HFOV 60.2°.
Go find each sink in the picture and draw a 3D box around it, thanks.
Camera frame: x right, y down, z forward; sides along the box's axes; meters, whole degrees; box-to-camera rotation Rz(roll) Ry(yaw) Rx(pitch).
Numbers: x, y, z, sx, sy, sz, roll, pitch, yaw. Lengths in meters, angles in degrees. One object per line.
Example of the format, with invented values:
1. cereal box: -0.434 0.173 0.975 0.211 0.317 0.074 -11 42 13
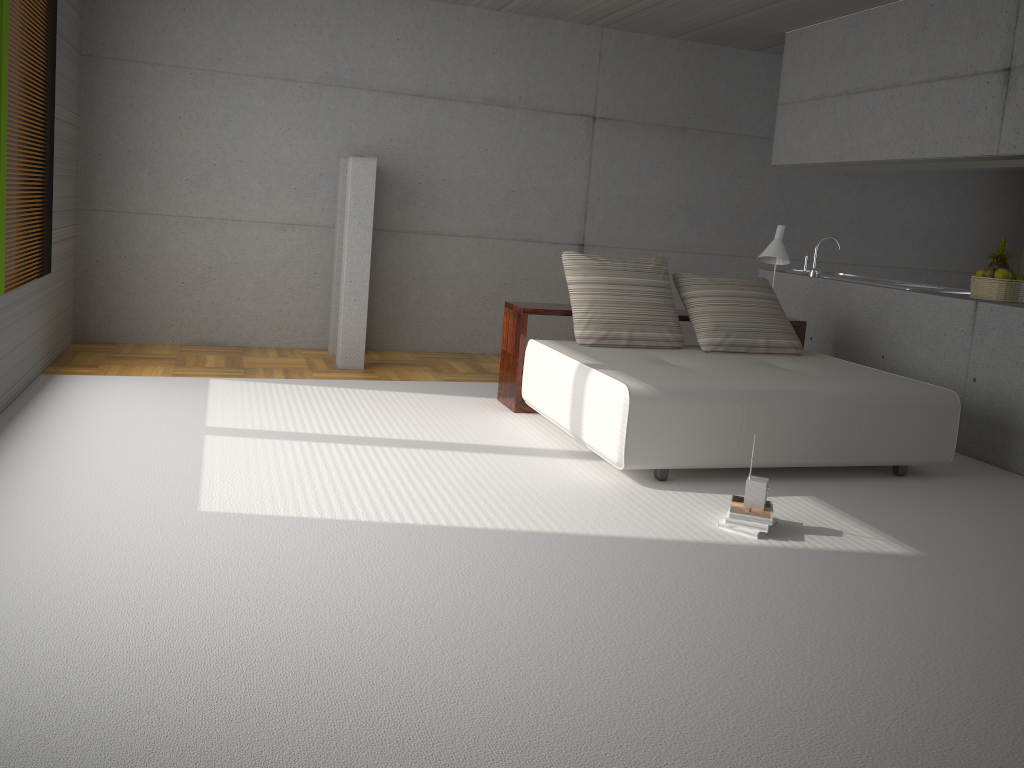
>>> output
1. sink: 2.981 -0.935 7.394 0.765 0.534 1.723 2 11 -18

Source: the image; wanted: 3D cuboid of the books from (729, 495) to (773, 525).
1. books: 1.098 0.576 4.052 0.189 0.032 0.267 8 11 15

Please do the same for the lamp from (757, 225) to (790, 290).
1. lamp: 2.012 -0.860 6.739 0.323 0.693 0.246 -1 9 -37

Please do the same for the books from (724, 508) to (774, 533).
1. books: 1.089 0.608 4.052 0.190 0.032 0.267 9 12 20

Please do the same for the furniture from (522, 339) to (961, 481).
1. furniture: 1.332 0.124 5.556 2.167 0.517 1.632 1 11 -18

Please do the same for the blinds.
1. blinds: -2.767 -1.364 4.639 0.012 2.025 3.574 3 10 -18

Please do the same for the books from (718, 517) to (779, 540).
1. books: 1.086 0.639 4.056 0.190 0.032 0.266 12 13 35

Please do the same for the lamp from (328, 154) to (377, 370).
1. lamp: -1.337 -1.029 7.345 0.200 1.676 0.806 3 8 -18

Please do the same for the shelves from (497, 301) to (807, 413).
1. shelves: 1.050 -0.178 6.487 2.248 0.709 0.404 1 8 -18

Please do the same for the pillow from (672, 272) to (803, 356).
1. pillow: 1.587 -0.495 6.239 0.806 0.512 0.585 2 9 -18

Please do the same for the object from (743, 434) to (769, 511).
1. object: 1.107 0.390 3.985 0.090 0.363 0.187 7 8 22

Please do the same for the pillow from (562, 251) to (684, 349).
1. pillow: 0.763 -0.569 6.014 0.800 0.604 0.496 1 9 -19

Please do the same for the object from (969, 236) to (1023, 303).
1. object: 3.383 -0.802 6.126 0.369 0.438 0.337 -1 10 -33
